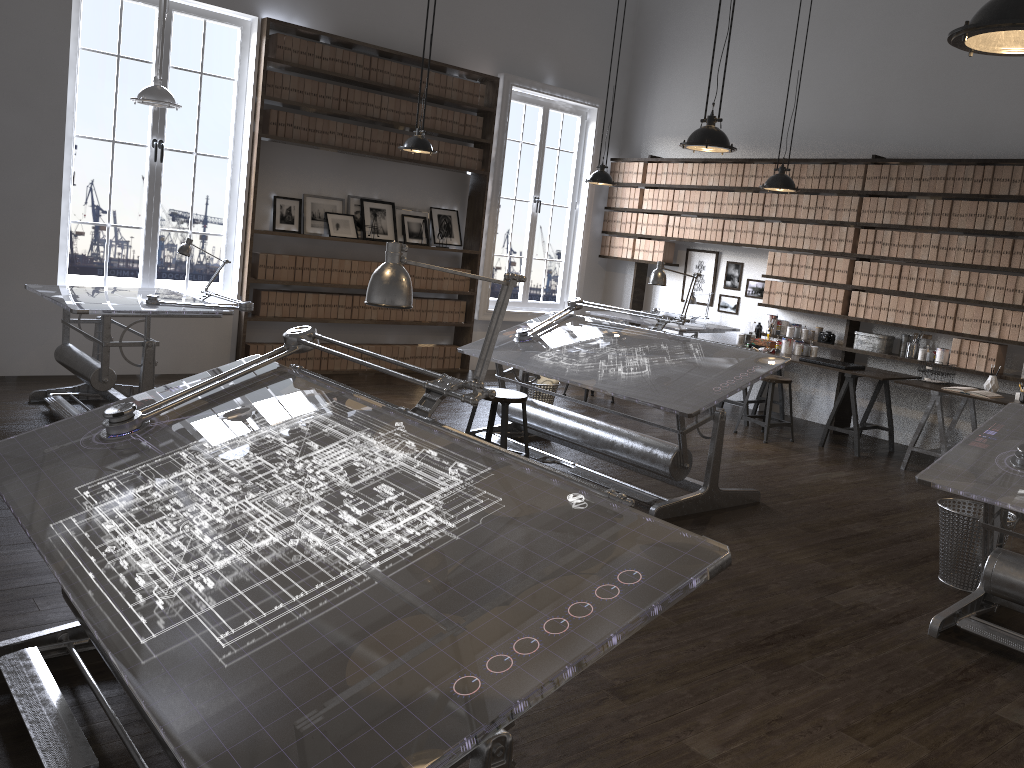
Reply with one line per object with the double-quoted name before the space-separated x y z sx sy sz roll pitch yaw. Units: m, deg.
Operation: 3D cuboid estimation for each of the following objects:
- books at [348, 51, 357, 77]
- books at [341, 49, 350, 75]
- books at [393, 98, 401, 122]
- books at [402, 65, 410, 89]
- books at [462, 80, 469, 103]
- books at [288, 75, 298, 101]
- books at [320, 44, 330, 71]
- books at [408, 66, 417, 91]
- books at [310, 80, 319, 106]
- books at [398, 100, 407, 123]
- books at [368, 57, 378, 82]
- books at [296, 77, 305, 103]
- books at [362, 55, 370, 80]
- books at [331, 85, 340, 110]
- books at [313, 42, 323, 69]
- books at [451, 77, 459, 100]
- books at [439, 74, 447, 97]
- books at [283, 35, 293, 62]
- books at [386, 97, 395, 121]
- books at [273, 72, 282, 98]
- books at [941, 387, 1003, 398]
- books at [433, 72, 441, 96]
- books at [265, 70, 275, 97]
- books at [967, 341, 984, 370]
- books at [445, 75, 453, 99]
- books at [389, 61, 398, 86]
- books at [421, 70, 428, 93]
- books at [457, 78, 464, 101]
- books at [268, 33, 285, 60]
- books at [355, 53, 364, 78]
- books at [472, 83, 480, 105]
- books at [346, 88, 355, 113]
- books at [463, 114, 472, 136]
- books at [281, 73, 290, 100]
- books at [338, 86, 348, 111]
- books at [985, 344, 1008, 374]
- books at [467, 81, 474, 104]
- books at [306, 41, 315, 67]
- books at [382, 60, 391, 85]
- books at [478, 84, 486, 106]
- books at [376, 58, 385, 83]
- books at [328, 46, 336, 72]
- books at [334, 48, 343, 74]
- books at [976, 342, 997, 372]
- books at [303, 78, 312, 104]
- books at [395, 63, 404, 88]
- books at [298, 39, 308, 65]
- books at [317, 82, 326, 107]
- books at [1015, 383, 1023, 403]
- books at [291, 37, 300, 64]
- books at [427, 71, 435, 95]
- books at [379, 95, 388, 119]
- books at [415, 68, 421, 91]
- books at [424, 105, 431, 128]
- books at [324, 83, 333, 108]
"books" -1.482 -2.874 7.990 0.066 0.224 0.175 1 9 -40
"books" -1.537 -2.872 7.944 0.066 0.224 0.176 1 9 -40
"books" -1.134 -2.571 8.345 0.066 0.224 0.176 1 9 -40
"books" -1.046 -2.885 8.355 0.066 0.224 0.176 1 9 -40
"books" -0.510 -2.898 8.797 0.067 0.224 0.176 1 9 -40
"books" -1.932 -2.549 7.674 0.066 0.224 0.176 1 9 -40
"books" -1.686 -2.868 7.816 0.066 0.224 0.176 1 9 -40
"books" -0.988 -2.886 8.402 0.066 0.224 0.176 1 9 -40
"books" -1.782 -2.554 7.803 0.066 0.224 0.176 1 9 -40
"books" -1.080 -2.571 8.385 0.067 0.224 0.176 1 9 -40
"books" -1.313 -2.877 8.126 0.067 0.224 0.176 1 9 -40
"books" -1.884 -2.551 7.716 0.066 0.224 0.176 1 9 -40
"books" -1.374 -2.877 8.082 0.066 0.224 0.176 1 9 -40
"books" -1.620 -2.558 7.940 0.066 0.224 0.176 1 9 -40
"books" -1.740 -2.866 7.768 0.067 0.224 0.176 1 9 -40
"books" -0.612 -2.896 8.716 0.066 0.224 0.176 1 9 -40
"books" -0.722 -2.894 8.626 0.066 0.224 0.176 1 9 -40
"books" -1.956 -2.860 7.585 0.066 0.224 0.176 1 9 -40
"books" -1.181 -2.569 8.304 0.066 0.224 0.176 1 9 -40
"books" -2.042 -2.547 7.584 0.066 0.224 0.176 1 9 -40
"books" 3.416 0.055 6.569 0.256 0.029 0.357 -1 12 -40
"books" -0.777 -2.893 8.583 0.066 0.224 0.175 1 9 -40
"books" -2.097 -2.546 7.541 0.066 0.224 0.175 1 9 -40
"books" 3.694 -0.226 7.022 0.174 0.224 0.067 0 9 -40
"books" -0.666 -2.894 8.668 0.067 0.224 0.176 1 9 -40
"books" -1.152 -2.882 8.264 0.066 0.224 0.175 1 9 -40
"books" -0.881 -2.888 8.486 0.066 0.224 0.176 1 9 -40
"books" -0.565 -2.898 8.758 0.066 0.224 0.176 1 9 -40
"books" -2.011 -2.858 7.539 0.067 0.224 0.176 1 9 -40
"books" -1.425 -2.874 8.032 0.066 0.224 0.175 1 9 -40
"books" -0.408 -2.902 8.891 0.066 0.224 0.175 1 9 -40
"books" -1.505 -2.561 8.036 0.066 0.224 0.176 1 9 -40
"books" -0.492 -2.587 8.878 0.067 0.224 0.176 1 9 -40
"books" -1.986 -2.548 7.626 0.067 0.224 0.176 1 9 -40
"books" -1.559 -2.559 7.984 0.067 0.224 0.176 1 9 -40
"books" 3.784 -0.198 6.915 0.174 0.224 0.067 0 9 -40
"books" -0.462 -2.901 8.845 0.066 0.224 0.176 1 9 -40
"books" -1.797 -2.865 7.726 0.066 0.224 0.176 1 9 -40
"books" -1.205 -2.880 8.215 0.066 0.224 0.176 1 9 -40
"books" -0.351 -2.903 8.933 0.066 0.224 0.175 1 9 -40
"books" -1.260 -2.880 8.177 0.066 0.224 0.176 1 9 -40
"books" -1.639 -2.869 7.857 0.066 0.224 0.176 1 9 -40
"books" -1.585 -2.870 7.897 0.067 0.224 0.176 1 9 -40
"books" 3.735 -0.212 6.966 0.174 0.224 0.067 0 9 -40
"books" -1.830 -2.551 7.755 0.067 0.224 0.176 1 9 -40
"books" -1.101 -2.884 8.311 0.066 0.224 0.175 1 9 -40
"books" -1.851 -2.864 7.682 0.066 0.224 0.175 1 9 -40
"books" -1.728 -2.555 7.849 0.066 0.224 0.175 1 9 -40
"books" 3.810 0.074 6.376 0.385 0.147 0.296 -1 11 -40
"books" -1.902 -2.862 7.634 0.066 0.224 0.175 1 9 -40
"books" -0.828 -2.890 8.535 0.066 0.224 0.175 1 9 -40
"books" -1.235 -2.567 8.256 0.067 0.224 0.176 1 9 -40
"books" -0.937 -2.887 8.439 0.067 0.224 0.176 1 9 -40
"books" -0.865 -2.577 8.568 0.066 0.224 0.176 1 9 -40
"books" -1.671 -2.556 7.891 0.066 0.224 0.175 1 9 -40
